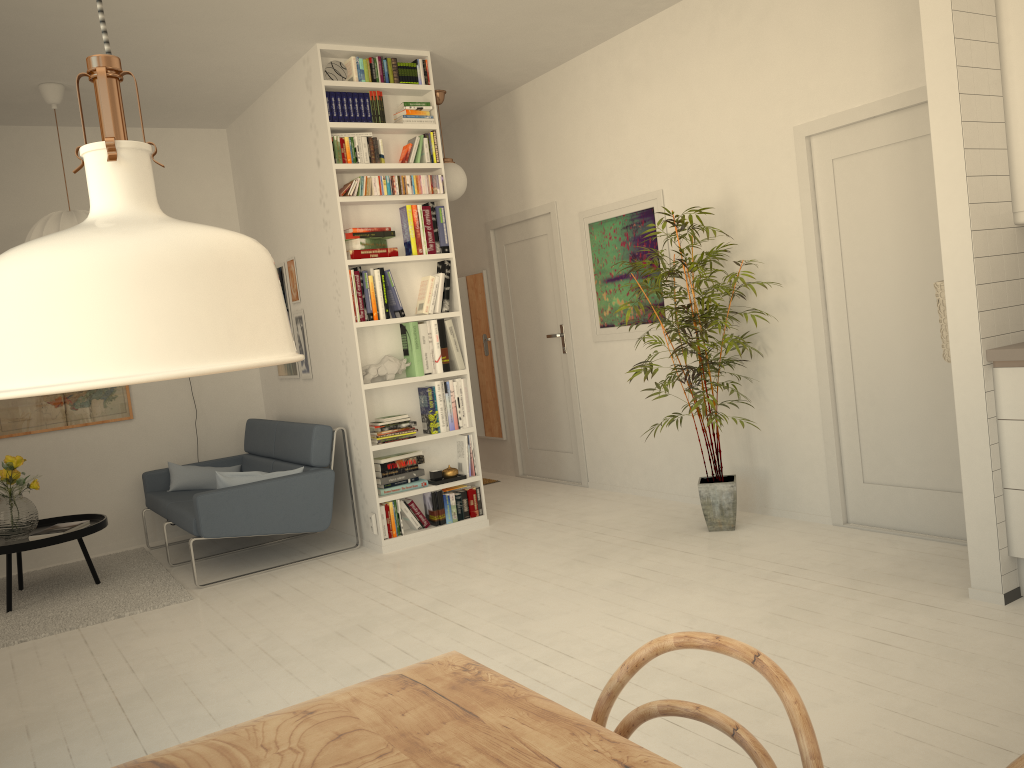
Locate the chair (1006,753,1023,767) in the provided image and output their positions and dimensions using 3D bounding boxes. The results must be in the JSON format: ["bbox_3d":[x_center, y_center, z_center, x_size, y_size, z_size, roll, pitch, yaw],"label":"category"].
[{"bbox_3d":[0.467,0.721,0.576,0.385,0.810,0.484,-4,5,40],"label":"chair"}]

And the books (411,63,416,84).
[{"bbox_3d":[-0.622,-1.841,5.329,0.017,0.130,0.150,-9,4,-32],"label":"books"}]

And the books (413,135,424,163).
[{"bbox_3d":[-0.602,-1.398,5.372,0.065,0.168,0.228,-9,4,-32],"label":"books"}]

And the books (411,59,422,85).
[{"bbox_3d":[-0.592,-1.857,5.348,0.019,0.157,0.150,-9,4,-32],"label":"books"}]

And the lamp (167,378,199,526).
[{"bbox_3d":[-2.358,0.280,6.275,0.360,1.415,0.112,-9,4,-32],"label":"lamp"}]

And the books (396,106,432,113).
[{"bbox_3d":[-0.604,-1.640,5.349,0.179,0.016,0.208,-9,4,-27],"label":"books"}]

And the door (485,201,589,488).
[{"bbox_3d":[0.215,-0.274,6.683,0.166,2.032,0.955,-9,4,-32],"label":"door"}]

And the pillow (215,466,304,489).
[{"bbox_3d":[-1.443,0.618,5.052,0.534,0.353,0.141,-9,4,-33],"label":"pillow"}]

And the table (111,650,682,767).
[{"bbox_3d":[0.067,0.824,0.352,0.895,0.748,1.797,-9,5,-32],"label":"table"}]

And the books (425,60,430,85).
[{"bbox_3d":[-0.573,-1.866,5.427,0.014,0.154,0.260,-9,4,-32],"label":"books"}]

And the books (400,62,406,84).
[{"bbox_3d":[-0.681,-1.832,5.291,0.017,0.130,0.150,-9,4,-32],"label":"books"}]

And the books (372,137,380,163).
[{"bbox_3d":[-0.826,-1.348,5.196,0.023,0.153,0.176,-9,4,-32],"label":"books"}]

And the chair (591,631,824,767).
[{"bbox_3d":[0.121,0.737,0.952,0.484,0.810,0.385,-9,4,-35],"label":"chair"}]

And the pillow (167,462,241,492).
[{"bbox_3d":[-2.121,0.634,6.133,0.540,0.277,0.157,-9,4,-31],"label":"pillow"}]

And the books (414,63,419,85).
[{"bbox_3d":[-0.608,-1.844,5.338,0.017,0.130,0.150,-9,4,-32],"label":"books"}]

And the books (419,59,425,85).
[{"bbox_3d":[-0.595,-1.861,5.391,0.020,0.156,0.229,-9,4,-32],"label":"books"}]

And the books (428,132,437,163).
[{"bbox_3d":[-0.527,-1.419,5.419,0.014,0.188,0.218,-9,4,-32],"label":"books"}]

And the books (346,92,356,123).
[{"bbox_3d":[-0.967,-1.577,5.146,0.034,0.178,0.188,-9,4,-32],"label":"books"}]

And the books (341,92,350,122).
[{"bbox_3d":[-0.997,-1.572,5.127,0.034,0.178,0.188,-9,4,-32],"label":"books"}]

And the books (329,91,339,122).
[{"bbox_3d":[-1.055,-1.563,5.090,0.034,0.178,0.188,-9,4,-32],"label":"books"}]

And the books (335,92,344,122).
[{"bbox_3d":[-1.026,-1.567,5.109,0.034,0.178,0.188,-9,4,-32],"label":"books"}]

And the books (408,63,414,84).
[{"bbox_3d":[-0.637,-1.839,5.319,0.017,0.130,0.150,-9,4,-32],"label":"books"}]

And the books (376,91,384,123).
[{"bbox_3d":[-0.821,-1.607,5.239,0.020,0.191,0.205,-9,4,-32],"label":"books"}]

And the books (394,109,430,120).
[{"bbox_3d":[-0.626,-1.614,5.360,0.173,0.030,0.199,-10,5,-42],"label":"books"}]

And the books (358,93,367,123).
[{"bbox_3d":[-0.909,-1.587,5.183,0.034,0.178,0.188,-9,4,-32],"label":"books"}]

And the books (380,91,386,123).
[{"bbox_3d":[-0.810,-1.609,5.259,0.020,0.191,0.205,-9,4,-32],"label":"books"}]

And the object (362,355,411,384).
[{"bbox_3d":[-0.746,-0.095,5.218,0.311,0.150,0.137,-9,4,-24],"label":"object"}]

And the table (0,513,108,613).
[{"bbox_3d":[-2.684,1.017,5.030,0.761,0.385,0.761,-8,4,-16],"label":"table"}]

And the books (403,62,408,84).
[{"bbox_3d":[-0.667,-1.834,5.301,0.017,0.130,0.150,-9,4,-32],"label":"books"}]

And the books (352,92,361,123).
[{"bbox_3d":[-0.938,-1.582,5.165,0.034,0.178,0.188,-9,4,-32],"label":"books"}]

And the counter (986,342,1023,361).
[{"bbox_3d":[2.301,0.061,0.691,2.858,0.163,4.844,-9,5,-32],"label":"counter"}]

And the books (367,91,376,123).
[{"bbox_3d":[-0.861,-1.601,5.227,0.020,0.191,0.205,-9,4,-32],"label":"books"}]

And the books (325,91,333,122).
[{"bbox_3d":[-1.084,-1.558,5.072,0.034,0.178,0.188,-9,4,-32],"label":"books"}]

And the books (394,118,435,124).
[{"bbox_3d":[-0.613,-1.563,5.371,0.214,0.038,0.222,-9,5,-32],"label":"books"}]

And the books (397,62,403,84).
[{"bbox_3d":[-0.696,-1.829,5.282,0.017,0.130,0.150,-9,4,-32],"label":"books"}]

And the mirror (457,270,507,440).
[{"bbox_3d":[-0.270,-0.227,7.318,0.029,1.370,0.500,-9,4,-32],"label":"mirror"}]

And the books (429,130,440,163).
[{"bbox_3d":[-0.511,-1.427,5.427,0.022,0.198,0.212,-9,4,-32],"label":"books"}]

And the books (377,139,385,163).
[{"bbox_3d":[-0.804,-1.348,5.233,0.020,0.145,0.189,-9,4,-32],"label":"books"}]

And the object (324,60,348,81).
[{"bbox_3d":[-1.003,-1.775,5.056,0.131,0.131,0.131,-10,5,-36],"label":"object"}]

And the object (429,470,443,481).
[{"bbox_3d":[-0.462,0.555,5.388,0.058,0.055,0.058,-9,4,-32],"label":"object"}]

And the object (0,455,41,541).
[{"bbox_3d":[-2.824,0.641,4.982,0.291,0.471,0.361,-6,4,6],"label":"object"}]

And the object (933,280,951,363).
[{"bbox_3d":[1.784,-0.398,3.418,0.440,0.612,0.093,-9,4,-33],"label":"object"}]

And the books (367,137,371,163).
[{"bbox_3d":[-0.869,-1.345,5.185,0.013,0.159,0.176,-9,4,-32],"label":"books"}]

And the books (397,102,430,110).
[{"bbox_3d":[-0.608,-1.665,5.366,0.169,0.032,0.188,-9,4,-27],"label":"books"}]

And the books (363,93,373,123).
[{"bbox_3d":[-0.880,-1.592,5.202,0.034,0.178,0.188,-9,4,-32],"label":"books"}]

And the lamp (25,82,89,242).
[{"bbox_3d":[-2.581,-1.111,5.145,0.536,1.228,0.536,-7,4,2],"label":"lamp"}]

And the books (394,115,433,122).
[{"bbox_3d":[-0.614,-1.591,5.369,0.200,0.018,0.208,-9,5,-32],"label":"books"}]

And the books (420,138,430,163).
[{"bbox_3d":[-0.562,-1.395,5.392,0.030,0.153,0.199,-9,4,-32],"label":"books"}]

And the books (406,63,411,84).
[{"bbox_3d":[-0.652,-1.837,5.310,0.017,0.130,0.150,-9,4,-32],"label":"books"}]

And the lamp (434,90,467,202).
[{"bbox_3d":[-0.485,-1.674,6.262,0.275,0.767,0.275,-10,5,-38],"label":"lamp"}]

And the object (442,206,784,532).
[{"bbox_3d":[0.544,-0.036,5.030,2.088,1.711,0.778,-4,5,39],"label":"object"}]

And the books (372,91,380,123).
[{"bbox_3d":[-0.842,-1.604,5.235,0.020,0.191,0.205,-9,4,-32],"label":"books"}]

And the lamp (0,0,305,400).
[{"bbox_3d":[-0.369,-0.793,0.620,0.229,1.595,0.230,-7,4,3],"label":"lamp"}]

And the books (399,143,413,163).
[{"bbox_3d":[-0.669,-1.368,5.359,0.073,0.129,0.200,-9,4,-32],"label":"books"}]

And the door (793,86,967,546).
[{"bbox_3d":[1.836,-0.291,4.128,0.166,2.032,0.955,-9,4,-32],"label":"door"}]

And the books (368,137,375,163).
[{"bbox_3d":[-0.864,-1.346,5.211,0.024,0.155,0.206,-9,4,-32],"label":"books"}]

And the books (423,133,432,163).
[{"bbox_3d":[-0.550,-1.416,5.421,0.022,0.186,0.186,-9,4,-32],"label":"books"}]

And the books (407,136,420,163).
[{"bbox_3d":[-0.637,-1.391,5.365,0.092,0.165,0.222,-9,4,-32],"label":"books"}]
